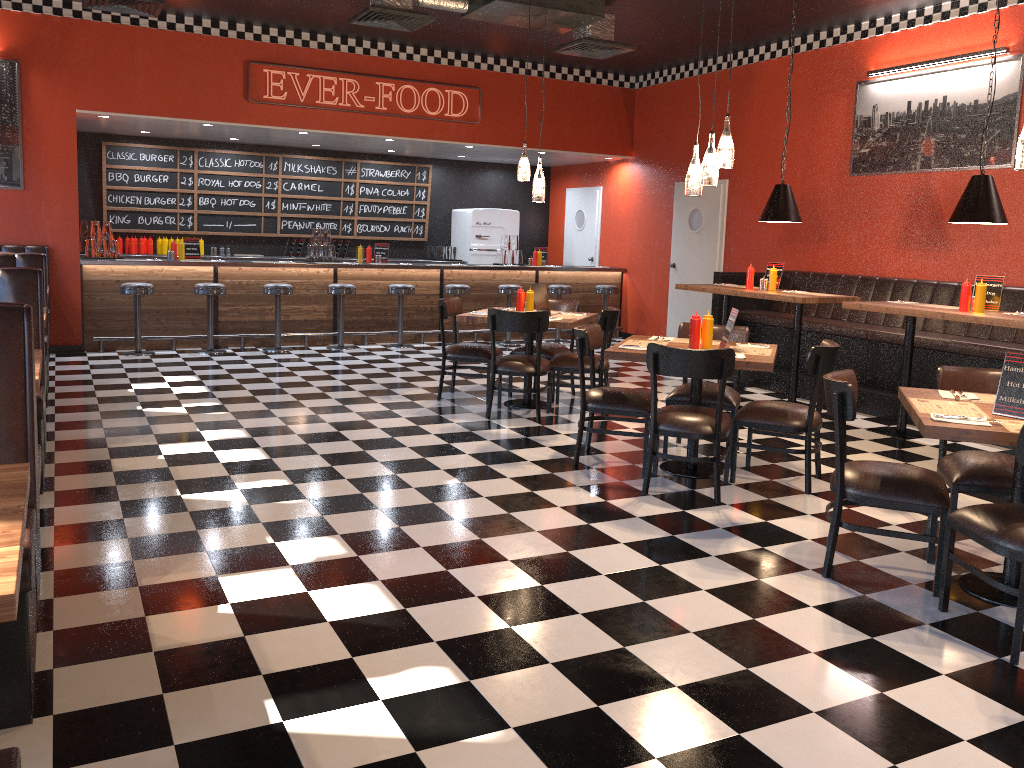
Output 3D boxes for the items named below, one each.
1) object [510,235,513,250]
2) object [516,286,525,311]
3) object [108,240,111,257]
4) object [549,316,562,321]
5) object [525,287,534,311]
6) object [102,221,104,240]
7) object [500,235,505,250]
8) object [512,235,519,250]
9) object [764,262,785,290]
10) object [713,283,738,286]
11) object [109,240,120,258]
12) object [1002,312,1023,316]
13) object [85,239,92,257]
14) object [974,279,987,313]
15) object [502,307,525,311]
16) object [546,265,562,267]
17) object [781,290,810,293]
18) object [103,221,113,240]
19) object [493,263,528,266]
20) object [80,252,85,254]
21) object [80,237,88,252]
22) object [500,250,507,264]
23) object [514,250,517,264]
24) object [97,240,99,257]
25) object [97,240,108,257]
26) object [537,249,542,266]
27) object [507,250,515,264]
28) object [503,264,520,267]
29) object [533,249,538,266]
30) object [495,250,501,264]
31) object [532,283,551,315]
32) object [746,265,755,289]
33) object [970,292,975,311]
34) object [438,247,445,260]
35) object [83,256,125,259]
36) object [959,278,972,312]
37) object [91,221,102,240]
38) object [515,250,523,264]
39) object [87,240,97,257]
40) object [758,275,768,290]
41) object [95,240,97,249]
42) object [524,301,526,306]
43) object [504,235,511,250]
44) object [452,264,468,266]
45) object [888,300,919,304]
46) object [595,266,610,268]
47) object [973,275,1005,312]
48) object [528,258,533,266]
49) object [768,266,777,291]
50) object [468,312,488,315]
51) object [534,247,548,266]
[{"bbox_3d":[-0.008,-1.984,12.426,0.105,0.208,0.106,4,8,18],"label":"object"},{"bbox_3d":[0.069,-0.691,7.331,0.068,0.236,0.068,4,8,15],"label":"object"},{"bbox_3d":[-4.565,-1.542,10.130,0.105,0.208,0.106,-5,10,-42],"label":"object"},{"bbox_3d":[0.313,-0.522,7.041,0.157,0.019,0.256,5,10,18],"label":"object"},{"bbox_3d":[0.146,-0.679,7.279,0.068,0.236,0.068,0,8,-13],"label":"object"},{"bbox_3d":[-4.609,-1.745,10.079,0.105,0.208,0.106,-5,10,-42],"label":"object"},{"bbox_3d":[-0.108,-1.977,12.365,0.105,0.208,0.106,4,8,18],"label":"object"},{"bbox_3d":[0.048,-1.966,12.329,0.105,0.208,0.106,4,8,18],"label":"object"},{"bbox_3d":[2.454,-1.015,8.327,0.072,0.255,0.189,-3,10,-35],"label":"object"},{"bbox_3d":[2.128,-0.999,8.880,0.255,0.019,0.158,-4,11,-30],"label":"object"},{"bbox_3d":[-4.502,-1.523,10.031,0.105,0.208,0.106,-5,10,-42],"label":"object"},{"bbox_3d":[3.553,-0.494,6.200,0.255,0.019,0.158,-4,11,-30],"label":"object"},{"bbox_3d":[-4.778,-1.533,10.034,0.105,0.208,0.106,-5,10,-42],"label":"object"},{"bbox_3d":[3.316,-0.626,6.271,0.068,0.236,0.068,0,8,-18],"label":"object"},{"bbox_3d":[0.007,-0.661,7.798,0.157,0.019,0.256,6,10,20],"label":"object"},{"bbox_3d":[0.578,-1.653,12.410,0.157,0.019,0.256,-4,11,-32],"label":"object"},{"bbox_3d":[2.557,-0.840,8.029,0.255,0.019,0.158,-4,11,-30],"label":"object"},{"bbox_3d":[-4.553,-1.727,9.982,0.105,0.208,0.106,-5,10,-42],"label":"object"},{"bbox_3d":[-0.030,-1.673,12.402,0.437,0.018,0.274,-3,11,-27],"label":"object"},{"bbox_3d":[-5.410,-1.683,11.364,0.273,0.018,0.439,-3,11,-27],"label":"object"},{"bbox_3d":[-5.419,-1.758,11.228,0.105,0.208,0.106,-5,10,-42],"label":"object"},{"bbox_3d":[-0.115,-1.754,12.289,0.105,0.208,0.106,4,8,18],"label":"object"},{"bbox_3d":[0.036,-1.781,12.477,0.105,0.208,0.106,4,8,18],"label":"object"},{"bbox_3d":[-4.670,-1.536,10.075,0.105,0.208,0.106,-5,10,-42],"label":"object"},{"bbox_3d":[-4.614,-1.518,9.982,0.105,0.208,0.106,-5,10,-42],"label":"object"},{"bbox_3d":[0.386,-1.783,12.485,0.068,0.236,0.068,7,9,31],"label":"object"},{"bbox_3d":[-0.013,-1.758,12.330,0.105,0.208,0.106,4,8,18],"label":"object"},{"bbox_3d":[-0.018,-1.617,12.075,0.157,0.019,0.256,-4,11,-31],"label":"object"},{"bbox_3d":[0.327,-1.773,12.412,0.068,0.236,0.068,2,7,4],"label":"object"},{"bbox_3d":[-0.178,-1.772,12.381,0.105,0.208,0.106,4,8,18],"label":"object"},{"bbox_3d":[0.246,-0.711,7.430,0.072,0.255,0.189,-4,10,-37],"label":"object"},{"bbox_3d":[2.225,-1.003,8.271,0.068,0.236,0.068,8,9,37],"label":"object"},{"bbox_3d":[3.310,-0.594,6.393,0.047,0.135,0.094,-4,10,-37],"label":"object"},{"bbox_3d":[-1.060,-1.948,13.244,0.105,0.208,0.106,4,8,18],"label":"object"},{"bbox_3d":[-4.630,-1.433,10.055,0.437,0.018,0.274,-3,11,-27],"label":"object"},{"bbox_3d":[3.239,-0.637,6.323,0.068,0.236,0.068,1,7,-7],"label":"object"},{"bbox_3d":[-4.663,-1.723,9.939,0.105,0.208,0.106,-5,10,-42],"label":"object"},{"bbox_3d":[0.099,-1.762,12.379,0.105,0.208,0.106,4,8,18],"label":"object"},{"bbox_3d":[-4.716,-1.515,9.942,0.105,0.208,0.106,-5,10,-42],"label":"object"},{"bbox_3d":[2.343,-0.942,8.240,0.047,0.135,0.094,-3,10,-36],"label":"object"},{"bbox_3d":[-5.319,-1.765,11.291,0.105,0.208,0.106,-5,10,-42],"label":"object"},{"bbox_3d":[0.140,-0.648,7.401,0.047,0.135,0.094,-4,10,-37],"label":"object"},{"bbox_3d":[-0.063,-1.963,12.286,0.105,0.208,0.106,4,8,18],"label":"object"},{"bbox_3d":[-0.702,-1.581,11.722,0.157,0.019,0.256,-3,11,-26],"label":"object"},{"bbox_3d":[3.093,-0.653,7.042,0.255,0.019,0.158,-4,11,-30],"label":"object"},{"bbox_3d":[1.301,-1.691,12.779,0.157,0.019,0.256,-1,10,-17],"label":"object"},{"bbox_3d":[3.450,-0.658,6.430,0.189,0.255,0.072,9,10,42],"label":"object"},{"bbox_3d":[0.268,-1.737,12.496,0.094,0.135,0.047,-3,9,-32],"label":"object"},{"bbox_3d":[2.394,-0.973,8.129,0.068,0.236,0.068,8,9,37],"label":"object"},{"bbox_3d":[-0.225,-0.581,7.276,0.255,0.019,0.158,6,10,21],"label":"object"},{"bbox_3d":[0.406,-1.816,12.624,0.188,0.255,0.073,3,7,8],"label":"object"}]
